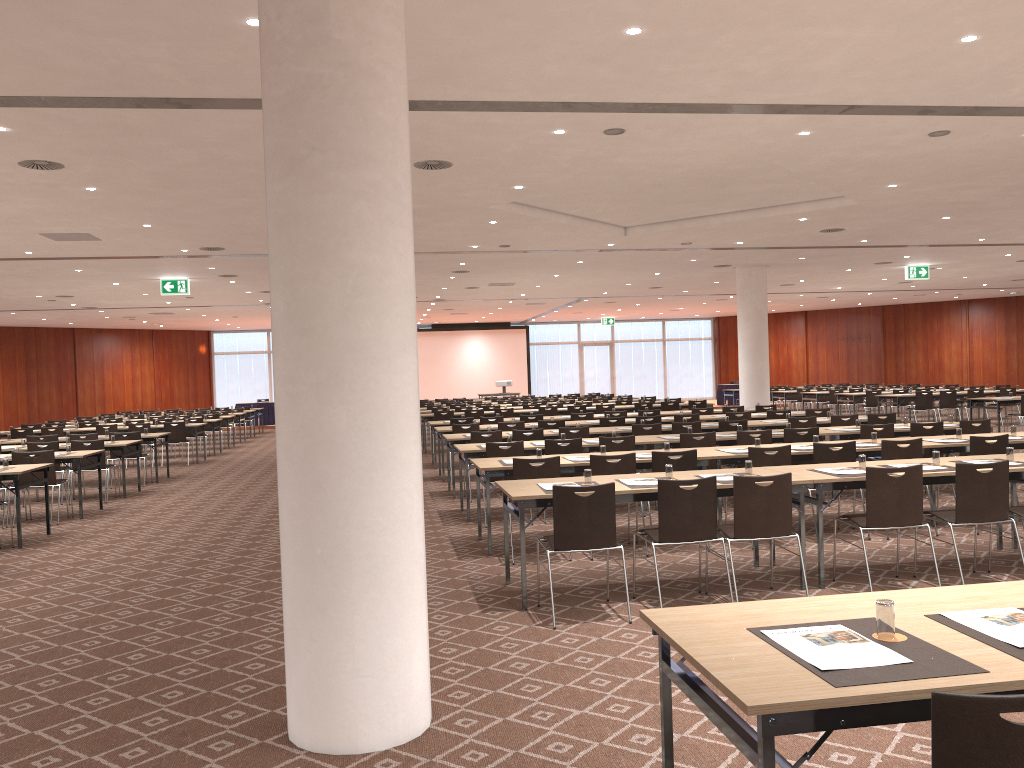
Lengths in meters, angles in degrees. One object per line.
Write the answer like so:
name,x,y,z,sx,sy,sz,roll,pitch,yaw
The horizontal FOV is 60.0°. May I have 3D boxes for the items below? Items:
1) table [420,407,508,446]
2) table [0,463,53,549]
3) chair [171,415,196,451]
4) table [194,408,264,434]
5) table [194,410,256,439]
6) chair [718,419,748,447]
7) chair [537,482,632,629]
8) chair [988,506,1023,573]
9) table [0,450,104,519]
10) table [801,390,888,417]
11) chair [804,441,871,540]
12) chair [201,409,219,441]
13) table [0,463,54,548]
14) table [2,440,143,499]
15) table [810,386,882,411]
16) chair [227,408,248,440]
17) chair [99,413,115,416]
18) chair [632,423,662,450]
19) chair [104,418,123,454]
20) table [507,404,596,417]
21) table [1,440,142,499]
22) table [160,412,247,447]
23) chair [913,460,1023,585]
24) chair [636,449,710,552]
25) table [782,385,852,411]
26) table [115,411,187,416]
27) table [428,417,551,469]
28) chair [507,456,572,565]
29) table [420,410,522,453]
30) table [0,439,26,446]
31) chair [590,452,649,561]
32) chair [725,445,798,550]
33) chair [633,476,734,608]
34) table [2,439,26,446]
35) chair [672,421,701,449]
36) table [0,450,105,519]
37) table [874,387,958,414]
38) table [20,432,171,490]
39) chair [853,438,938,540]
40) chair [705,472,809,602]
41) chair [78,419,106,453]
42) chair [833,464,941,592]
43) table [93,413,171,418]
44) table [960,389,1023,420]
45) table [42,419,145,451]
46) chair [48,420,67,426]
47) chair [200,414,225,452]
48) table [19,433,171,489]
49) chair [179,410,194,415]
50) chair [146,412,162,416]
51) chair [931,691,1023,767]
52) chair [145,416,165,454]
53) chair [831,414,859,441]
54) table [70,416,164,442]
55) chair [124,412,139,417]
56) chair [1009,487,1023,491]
table,-1.240,1.060,22.242,2.267,0.833,0.953,-2,1,-9
table,-6.445,1.396,9.836,2.267,0.833,0.953,-2,1,-9
chair,-8.348,1.253,22.512,0.535,0.940,0.613,-2,1,-11
table,-9.345,1.260,29.116,2.267,0.833,0.953,-2,1,-9
table,-9.048,1.274,27.139,2.267,0.833,0.953,-2,1,-9
chair,3.099,0.972,12.647,0.535,0.940,0.613,-2,1,-10
chair,0.479,1.144,6.188,0.535,0.940,0.613,-2,1,-8
chair,4.042,1.012,6.722,0.535,0.940,0.613,-2,1,-7
table,-6.742,1.382,11.814,2.267,0.833,0.953,-2,1,-9
table,9.706,0.630,25.904,2.267,0.833,0.953,-2,1,-9
chair,3.088,1.022,8.679,0.535,0.940,0.613,-2,1,-8
chair,-9.010,1.228,26.456,0.535,0.940,0.613,-2,1,-11
table,-6.445,1.396,9.836,2.267,0.833,0.953,-2,1,-9
table,-7.040,1.368,13.791,2.267,0.833,0.953,-2,1,-9
table,11.355,0.519,30.195,2.267,0.833,0.953,-2,1,-9
chair,-8.280,1.199,26.708,0.535,0.940,0.613,-2,1,-11
chair,-11.867,1.332,26.111,0.535,0.940,0.613,-2,1,-11
chair,1.858,1.018,12.496,0.535,0.940,0.613,-2,1,-11
chair,-9.950,1.312,22.272,0.535,0.940,0.613,-2,1,-11
table,1.003,0.977,22.578,2.267,0.833,0.953,-2,1,-9
table,-7.040,1.368,13.791,2.267,0.833,0.953,-2,1,-9
table,-8.750,1.288,25.162,2.267,0.833,0.953,-2,1,-9
chair,3.433,1.034,6.666,0.535,0.940,0.613,-2,1,-10
chair,1.500,1.081,8.398,0.535,0.940,0.613,-2,1,-7
table,11.057,0.506,32.172,2.267,0.833,0.953,-2,1,-9
table,-11.589,1.343,28.780,2.267,0.833,0.953,-2,1,-9
table,-0.422,1.098,16.804,2.267,0.833,0.953,-2,1,-9
chair,0.217,1.128,8.206,0.535,0.940,0.613,-2,1,-7
table,-0.943,1.074,20.265,2.267,0.833,0.953,-2,1,-9
table,-9.581,1.437,15.433,2.267,0.833,0.953,-2,1,-9
chair,0.911,1.103,8.275,0.535,0.940,0.613,-2,1,-9
chair,2.405,1.048,8.499,0.535,0.940,0.613,-2,1,-11
chair,1.202,1.117,6.332,0.535,0.940,0.613,-2,1,-11
table,-9.581,1.437,15.433,2.267,0.833,0.953,-2,1,-9
chair,2.435,0.996,12.625,0.535,0.940,0.613,-2,1,-11
table,-6.742,1.382,11.814,2.267,0.833,0.953,-2,1,-9
table,11.950,0.547,26.240,2.267,0.833,0.953,-2,1,-9
table,-7.337,1.354,15.769,2.267,0.833,0.953,-2,1,-9
chair,3.755,0.998,8.736,0.535,0.940,0.613,-2,1,-10
chair,1.743,1.097,6.378,0.535,0.940,0.613,-2,1,-9
chair,-10.584,1.335,22.259,0.535,0.940,0.613,-2,1,-7
chair,2.774,1.058,6.610,0.535,0.940,0.613,-2,1,-6
table,-11.291,1.357,26.803,2.267,0.833,0.953,-2,1,-9
table,12.545,0.575,22.285,2.267,0.833,0.953,-2,1,-9
table,-10.696,1.385,22.848,2.267,0.833,0.953,-2,1,-9
chair,-11.310,1.361,22.210,0.535,0.940,0.613,-2,1,-7
chair,-7.690,1.227,22.752,0.535,0.940,0.613,-2,1,-11
table,-7.337,1.354,15.769,2.267,0.833,0.953,-2,1,-9
chair,-9.648,1.250,26.443,0.535,0.940,0.613,-2,1,-8
chair,-10.530,1.284,26.229,0.535,0.940,0.613,-2,1,-7
chair,1.178,1.168,2.240,0.535,0.940,0.613,-2,1,-7
chair,-8.980,1.276,22.499,0.535,0.940,0.613,-2,1,-9
chair,4.790,0.909,12.978,0.535,0.940,0.613,-2,1,-11
table,-10.994,1.371,24.825,2.267,0.833,0.953,-2,1,-9
chair,-11.204,1.307,26.270,0.535,0.940,0.613,-2,1,-6
chair,5.369,0.938,8.978,0.535,0.940,0.613,-2,1,-11
